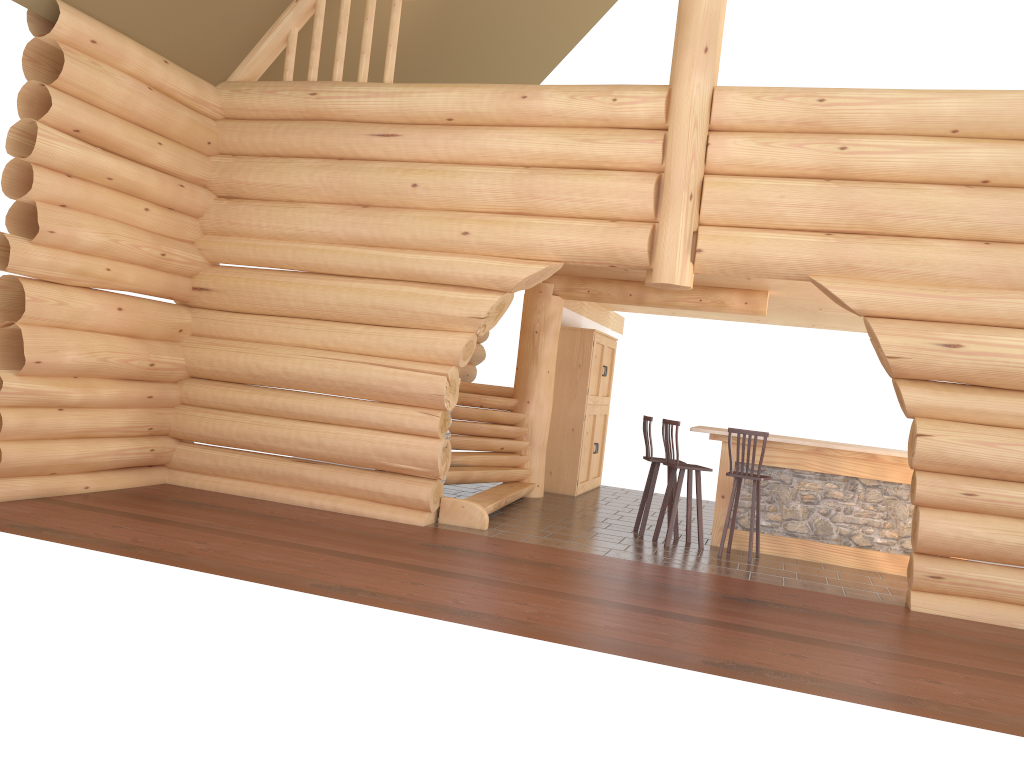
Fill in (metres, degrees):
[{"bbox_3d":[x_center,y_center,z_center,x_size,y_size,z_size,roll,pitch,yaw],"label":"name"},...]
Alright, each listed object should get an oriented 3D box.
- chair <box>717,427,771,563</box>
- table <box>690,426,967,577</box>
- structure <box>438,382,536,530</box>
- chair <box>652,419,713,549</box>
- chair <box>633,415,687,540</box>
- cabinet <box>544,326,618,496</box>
[{"bbox_3d":[2.404,1.129,9.129,0.406,1.319,0.504,7,0,27],"label":"chair"},{"bbox_3d":[3.570,1.289,9.760,3.220,1.257,1.196,7,0,17],"label":"table"},{"bbox_3d":[-0.787,0.601,10.973,1.951,1.643,3.604,7,0,11],"label":"structure"},{"bbox_3d":[1.824,1.061,9.489,0.504,1.319,0.406,6,0,-15],"label":"chair"},{"bbox_3d":[1.667,1.041,9.986,0.504,1.319,0.406,6,0,-3],"label":"chair"},{"bbox_3d":[1.053,0.408,13.621,0.670,2.403,1.847,7,0,17],"label":"cabinet"}]
